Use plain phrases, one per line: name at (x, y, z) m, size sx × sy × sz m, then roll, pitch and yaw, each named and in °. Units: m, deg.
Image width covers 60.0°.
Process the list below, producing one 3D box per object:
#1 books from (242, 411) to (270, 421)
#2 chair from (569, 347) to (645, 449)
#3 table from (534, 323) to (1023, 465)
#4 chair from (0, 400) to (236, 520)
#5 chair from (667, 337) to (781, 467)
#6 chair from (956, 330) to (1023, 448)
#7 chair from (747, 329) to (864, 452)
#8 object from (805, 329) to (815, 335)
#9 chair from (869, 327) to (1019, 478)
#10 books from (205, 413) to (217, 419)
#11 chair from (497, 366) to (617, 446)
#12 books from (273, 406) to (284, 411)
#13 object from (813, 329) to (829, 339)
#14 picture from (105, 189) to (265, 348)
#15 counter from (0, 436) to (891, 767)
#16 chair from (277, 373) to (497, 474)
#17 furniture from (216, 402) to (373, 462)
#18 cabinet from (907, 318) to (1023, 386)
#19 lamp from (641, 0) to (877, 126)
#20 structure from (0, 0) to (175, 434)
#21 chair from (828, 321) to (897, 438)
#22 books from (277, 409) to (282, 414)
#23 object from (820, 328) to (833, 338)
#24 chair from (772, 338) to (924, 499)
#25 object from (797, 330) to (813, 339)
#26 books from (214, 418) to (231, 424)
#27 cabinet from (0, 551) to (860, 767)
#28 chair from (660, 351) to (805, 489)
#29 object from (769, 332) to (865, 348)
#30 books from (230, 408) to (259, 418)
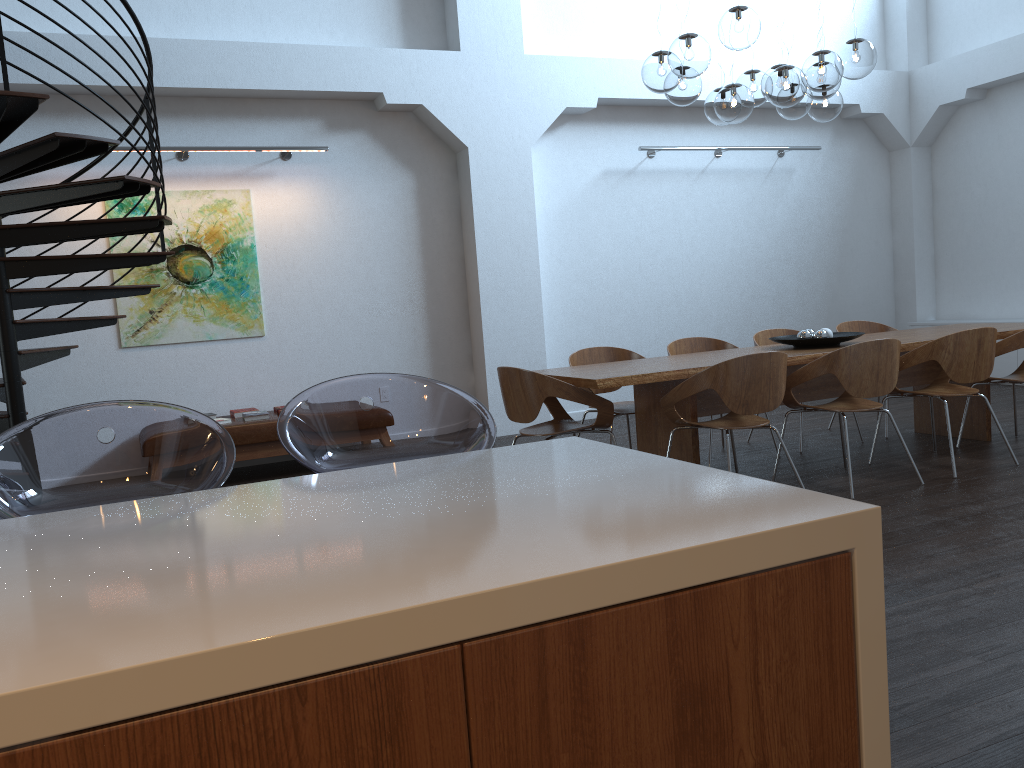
books at (-1.955, 0.243, 6.764) m, size 0.185 × 0.040 × 0.247 m, roll -6°, pitch 6°, yaw -20°
chair at (0.706, 0.175, 5.854) m, size 0.629 × 0.830 × 0.617 m, roll -7°, pitch 6°, yaw -23°
table at (2.008, 0.124, 5.788) m, size 3.803 × 0.750 × 1.012 m, roll -7°, pitch 6°, yaw -23°
chair at (-0.838, 0.557, 1.931) m, size 0.530 × 1.014 × 0.481 m, roll -7°, pitch 6°, yaw -25°
chair at (1.410, 0.095, 6.151) m, size 0.629 × 0.833 × 0.618 m, roll -6°, pitch 6°, yaw -22°
chair at (3.293, -0.004, 5.662) m, size 0.629 × 0.833 × 0.618 m, roll -7°, pitch 6°, yaw -23°
chair at (2.099, 0.014, 6.469) m, size 0.629 × 0.833 × 0.618 m, roll -7°, pitch 6°, yaw -23°
object at (1.951, -0.314, 5.832) m, size 0.100 × 0.100 × 0.100 m, roll -2°, pitch 6°, yaw 22°
chair at (2.591, 0.077, 5.360) m, size 0.629 × 0.833 × 0.618 m, roll -7°, pitch 6°, yaw -23°
books at (-2.426, 0.263, 6.948) m, size 0.183 × 0.044 × 0.254 m, roll -7°, pitch 6°, yaw -28°
chair at (0.247, 0.287, 5.024) m, size 0.618 × 0.833 × 0.629 m, roll -7°, pitch 6°, yaw -28°
books at (-1.826, 0.197, 7.190) m, size 0.161 × 0.036 × 0.224 m, roll -7°, pitch 6°, yaw -29°
object at (1.992, -0.301, 5.716) m, size 0.100 × 0.100 × 0.100 m, roll -2°, pitch 6°, yaw 22°
picture at (-2.593, -0.938, 7.083) m, size 1.095 × 1.200 × 0.010 m, roll -7°, pitch 6°, yaw -23°
counter at (-0.624, 0.593, 2.234) m, size 3.039 × 0.860 × 8.182 m, roll 0°, pitch 7°, yaw 37°
chair at (-0.271, 0.489, 2.205) m, size 0.530 × 1.014 × 0.481 m, roll -6°, pitch 6°, yaw -21°
furniture at (-1.910, 0.466, 6.961) m, size 1.819 × 0.453 × 0.907 m, roll -7°, pitch 6°, yaw -23°
cabinet at (5.731, -0.244, 7.390) m, size 0.478 × 0.626 × 5.580 m, roll -7°, pitch 6°, yaw -23°
lamp at (1.503, -2.673, 5.402) m, size 1.787 × 2.140 × 0.849 m, roll -7°, pitch 6°, yaw -24°
structure at (-3.107, -1.248, 5.239) m, size 1.998 × 4.352 × 1.998 m, roll -2°, pitch 6°, yaw 27°
chair at (2.817, -0.068, 6.764) m, size 0.629 × 0.833 × 0.618 m, roll -7°, pitch 6°, yaw -23°
books at (-1.736, 0.214, 6.921) m, size 0.161 × 0.032 × 0.224 m, roll -7°, pitch 6°, yaw -23°
object at (2.047, -0.317, 5.801) m, size 0.100 × 0.100 × 0.100 m, roll -2°, pitch 6°, yaw 22°
chair at (1.894, 0.157, 5.059) m, size 0.629 × 0.833 × 0.618 m, roll -7°, pitch 6°, yaw -23°
object at (1.897, -0.303, 5.747) m, size 0.100 × 0.100 × 0.100 m, roll -2°, pitch 6°, yaw 22°
books at (-2.227, 0.285, 6.593) m, size 0.161 × 0.031 × 0.223 m, roll 1°, pitch 7°, yaw 44°
cabinet at (-1.740, 0.835, 0.760) m, size 4.493 × 0.796 × 0.898 m, roll -7°, pitch 6°, yaw -23°
chair at (1.174, 0.239, 4.768) m, size 0.629 × 0.833 × 0.618 m, roll -7°, pitch 6°, yaw -25°
object at (1.973, -0.281, 5.748) m, size 0.592 × 0.066 × 0.592 m, roll -2°, pitch 6°, yaw 24°
books at (-2.127, 0.228, 7.057) m, size 0.197 × 0.043 × 0.283 m, roll -7°, pitch 6°, yaw -24°
